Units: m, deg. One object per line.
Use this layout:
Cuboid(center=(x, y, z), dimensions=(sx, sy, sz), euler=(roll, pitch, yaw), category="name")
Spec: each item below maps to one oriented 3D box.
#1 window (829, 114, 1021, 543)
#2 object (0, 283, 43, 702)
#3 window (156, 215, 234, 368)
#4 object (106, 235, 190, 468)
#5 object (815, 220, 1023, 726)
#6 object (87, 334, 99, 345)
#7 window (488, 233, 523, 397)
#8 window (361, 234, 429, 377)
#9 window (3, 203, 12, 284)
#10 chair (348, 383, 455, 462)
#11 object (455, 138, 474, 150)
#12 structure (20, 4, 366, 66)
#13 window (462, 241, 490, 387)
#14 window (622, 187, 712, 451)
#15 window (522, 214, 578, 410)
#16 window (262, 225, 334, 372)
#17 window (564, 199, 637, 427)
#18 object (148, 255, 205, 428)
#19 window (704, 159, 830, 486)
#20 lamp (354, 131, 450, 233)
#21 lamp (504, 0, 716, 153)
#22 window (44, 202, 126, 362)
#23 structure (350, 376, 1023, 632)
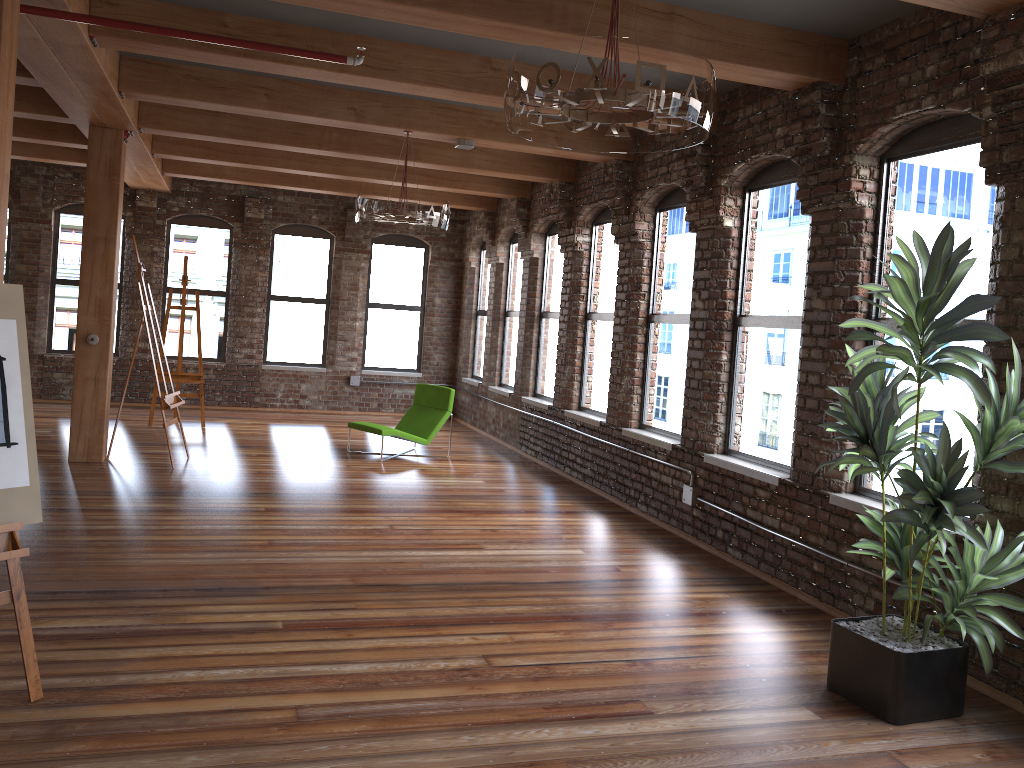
Cuboid(center=(2.213, -0.351, 4.809), dimensions=(0.235, 2.213, 0.970), euler=(4, 2, -18), category="window")
Cuboid(center=(-2.157, 0.103, 3.264), dimensions=(0.686, 2.138, 0.701), euler=(5, 2, 32), category="object")
Cuboid(center=(-4.643, -1.383, 13.044), dimensions=(0.967, 2.225, 0.221), euler=(4, 1, -18), category="window")
Cuboid(center=(-3.431, -0.330, 8.436), dimensions=(0.684, 2.138, 0.663), euler=(4, 1, -8), category="object")
Cuboid(center=(1.811, 0.365, 3.945), dimensions=(0.966, 2.101, 1.082), euler=(4, 2, -5), category="object")
Cuboid(center=(-3.835, -0.407, 8.104), dimensions=(0.095, 0.095, 0.061), euler=(3, 2, -18), category="object")
Cuboid(center=(0.006, -0.971, 11.797), dimensions=(0.231, 2.213, 0.970), euler=(4, 2, -18), category="window")
Cuboid(center=(-1.829, -1.243, 13.940), dimensions=(0.967, 2.216, 0.219), euler=(4, 1, -18), category="window")
Cuboid(center=(-7.452, -1.561, 12.219), dimensions=(0.967, 2.167, 0.086), euler=(4, 1, -18), category="window")
Cuboid(center=(-1.243, 0.405, 9.911), dimensions=(0.955, 0.795, 0.682), euler=(2, 3, -43), category="chair")
Cuboid(center=(-0.414, -2.101, 7.737), dimensions=(0.145, 0.072, 0.148), euler=(3, 3, -18), category="object")
Cuboid(center=(-4.110, -2.106, 4.232), dimensions=(6.802, 0.112, 0.051), euler=(3, 2, -18), category="structure")
Cuboid(center=(-0.443, -1.097, 13.220), dimensions=(0.232, 2.213, 0.970), euler=(4, 2, -18), category="window")
Cuboid(center=(1.331, -0.599, 7.605), dimensions=(0.236, 2.213, 0.970), euler=(4, 2, -18), category="window")
Cuboid(center=(0.448, -0.847, 10.398), dimensions=(0.233, 2.213, 0.970), euler=(4, 2, -18), category="window")
Cuboid(center=(-3.243, -1.316, 13.490), dimensions=(0.967, 2.216, 0.219), euler=(4, 1, -18), category="window")
Cuboid(center=(0.887, -0.723, 9.003), dimensions=(0.230, 2.213, 0.970), euler=(4, 2, -18), category="window")
Cuboid(center=(-4.175, -0.566, 11.191), dimensions=(0.661, 2.138, 0.686), euler=(4, 1, -23), category="object")
Cuboid(center=(1.771, -0.475, 6.206), dimensions=(0.232, 2.213, 0.970), euler=(4, 2, -18), category="window")
Cuboid(center=(-0.914, -1.745, 7.554), dimensions=(0.810, 0.814, 0.809), euler=(5, 3, 18), category="lamp")
Cuboid(center=(0.394, -1.377, 3.411), dimensions=(0.811, 0.814, 0.809), euler=(5, 3, 25), category="lamp")
Cuboid(center=(-6.037, -1.454, 12.600), dimensions=(0.967, 2.225, 0.221), euler=(4, 1, -18), category="window")
Cuboid(center=(1.042, 0.673, 7.775), dimensions=(1.632, 0.313, 13.744), euler=(2, 4, -25), category="structure")
